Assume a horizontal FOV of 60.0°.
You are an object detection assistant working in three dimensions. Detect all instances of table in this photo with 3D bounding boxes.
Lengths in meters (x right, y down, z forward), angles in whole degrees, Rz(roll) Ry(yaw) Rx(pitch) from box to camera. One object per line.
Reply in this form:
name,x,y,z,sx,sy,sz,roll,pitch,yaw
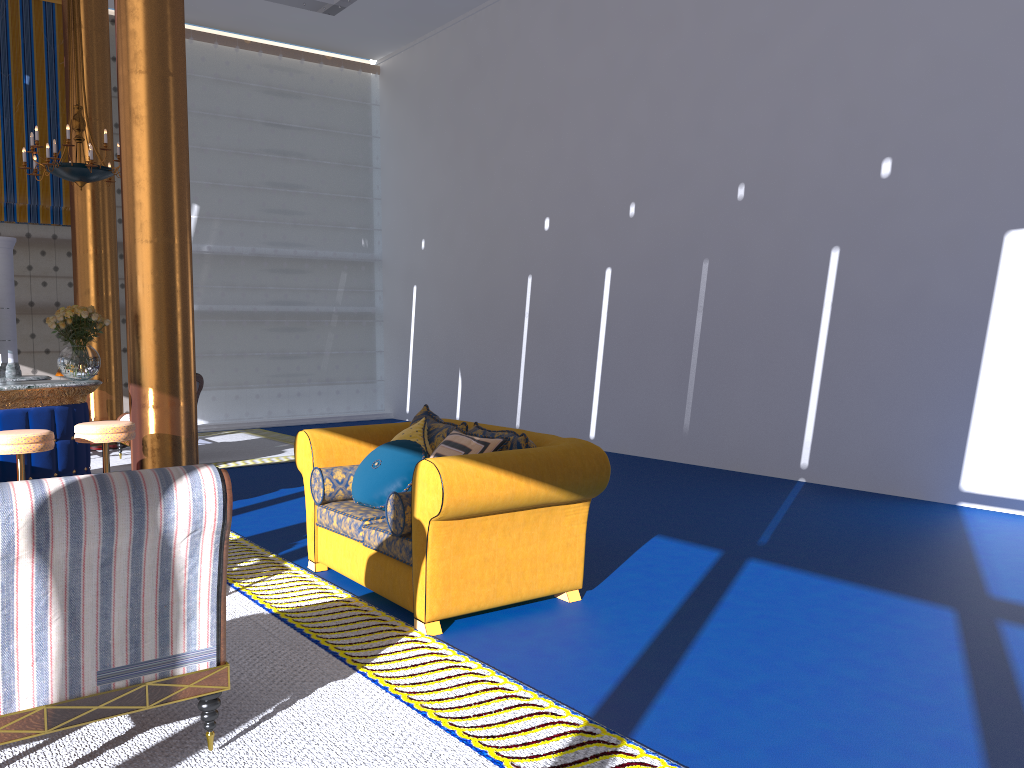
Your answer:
table,-4.749,0.646,10.302,0.984,0.369,0.897,-3,4,-36

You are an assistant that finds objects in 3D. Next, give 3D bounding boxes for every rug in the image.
rug,-1.724,1.240,2.890,3.628,0.010,6.189,-3,4,-36
rug,-5.210,0.863,9.833,6.320,0.011,3.555,-3,4,-37

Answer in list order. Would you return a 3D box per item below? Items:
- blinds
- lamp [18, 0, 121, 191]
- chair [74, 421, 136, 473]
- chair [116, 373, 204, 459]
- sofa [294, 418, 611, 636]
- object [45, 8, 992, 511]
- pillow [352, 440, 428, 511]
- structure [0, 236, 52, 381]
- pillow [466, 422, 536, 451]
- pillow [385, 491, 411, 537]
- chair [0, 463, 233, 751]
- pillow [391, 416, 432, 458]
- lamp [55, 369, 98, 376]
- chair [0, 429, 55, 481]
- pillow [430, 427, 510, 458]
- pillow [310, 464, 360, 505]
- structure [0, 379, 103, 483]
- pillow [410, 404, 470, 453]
blinds,-6.911,-3.556,11.140,2.687,2.992,0.150,-3,5,-36
lamp,-4.496,-3.220,9.159,1.049,2.423,1.068,2,4,31
chair,-2.872,0.659,6.287,0.395,0.782,0.401,1,4,24
chair,-3.908,0.355,9.820,0.792,0.967,0.785,-3,5,-36
sofa,-0.417,0.693,4.959,1.021,0.855,1.828,-3,4,-35
object,-1.197,-7.126,5.647,63.849,33.626,62.653,-2,4,-30
pillow,-0.668,0.495,4.818,0.458,0.367,0.392,0,4,14
structure,-4.710,-0.054,6.666,0.761,2.197,2.335,3,5,45
pillow,-0.129,0.530,4.771,0.343,0.610,0.607,-3,4,-31
pillow,-0.408,0.618,4.353,0.376,0.219,0.213,-3,4,-32
chair,-1.410,0.739,2.883,0.802,0.967,0.776,-3,5,-36
pillow,-0.580,0.437,5.102,0.234,0.492,0.605,-3,4,-31
lamp,-5.035,0.073,10.278,0.441,0.784,0.451,3,5,39
chair,-3.166,0.693,5.730,0.396,0.782,0.400,0,4,13
pillow,-0.286,0.480,4.640,0.331,0.456,0.516,-3,5,-37
pillow,-0.958,0.575,5.160,0.381,0.219,0.213,-3,4,-32
structure,-3.937,0.548,5.954,0.761,1.066,2.335,3,5,43
pillow,-0.480,0.474,5.236,0.357,0.673,0.595,-2,4,-28
